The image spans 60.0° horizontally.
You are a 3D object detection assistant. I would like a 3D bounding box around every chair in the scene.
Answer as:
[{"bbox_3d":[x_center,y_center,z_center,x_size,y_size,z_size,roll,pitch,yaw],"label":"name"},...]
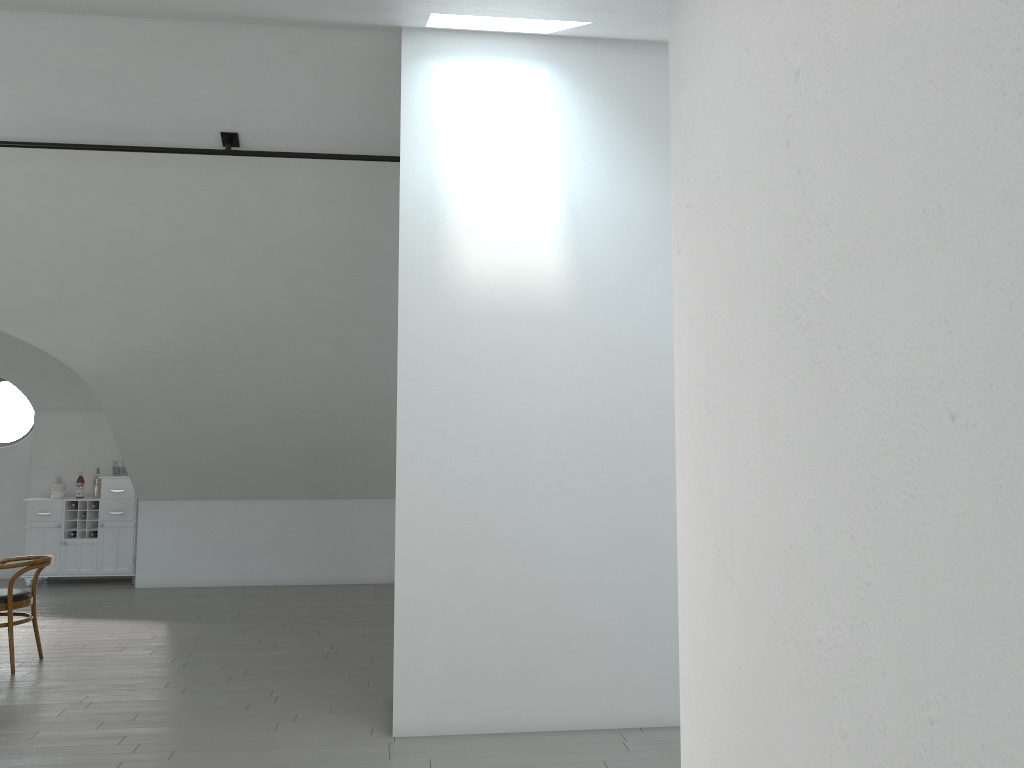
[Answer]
[{"bbox_3d":[-3.504,1.561,6.077,0.621,0.737,0.526,0,-5,-4],"label":"chair"}]

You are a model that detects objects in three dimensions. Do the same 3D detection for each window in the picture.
[{"bbox_3d":[-5.829,0.322,10.188,0.900,0.902,0.060,1,-6,-7],"label":"window"}]

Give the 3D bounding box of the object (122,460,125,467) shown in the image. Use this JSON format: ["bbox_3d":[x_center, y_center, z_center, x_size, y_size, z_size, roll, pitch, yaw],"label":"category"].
[{"bbox_3d":[-4.342,0.936,9.915,0.054,0.179,0.054,1,-5,-13],"label":"object"}]

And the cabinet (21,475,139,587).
[{"bbox_3d":[-4.645,1.590,9.734,1.242,1.157,0.608,1,-5,-7],"label":"cabinet"}]

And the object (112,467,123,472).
[{"bbox_3d":[-4.380,0.975,9.844,0.093,0.094,0.094,-2,-5,26],"label":"object"}]

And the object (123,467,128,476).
[{"bbox_3d":[-4.290,0.973,9.865,0.071,0.099,0.071,0,-5,1],"label":"object"}]

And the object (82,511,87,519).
[{"bbox_3d":[-4.633,1.433,9.701,0.085,0.086,0.330,1,-4,-7],"label":"object"}]

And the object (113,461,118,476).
[{"bbox_3d":[-4.374,0.932,9.773,0.048,0.170,0.048,-3,-6,26],"label":"object"}]

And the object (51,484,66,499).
[{"bbox_3d":[-4.958,1.172,9.687,0.154,0.160,0.157,-2,-5,21],"label":"object"}]

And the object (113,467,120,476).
[{"bbox_3d":[-4.330,0.959,9.701,0.081,0.105,0.081,-3,-6,31],"label":"object"}]

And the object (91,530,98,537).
[{"bbox_3d":[-4.530,1.630,9.684,0.081,0.081,0.357,1,-4,-9],"label":"object"}]

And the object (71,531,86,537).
[{"bbox_3d":[-4.703,1.626,9.671,0.156,0.086,0.330,0,-4,-6],"label":"object"}]

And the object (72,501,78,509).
[{"bbox_3d":[-4.732,1.321,9.693,0.092,0.094,0.358,1,-4,-6],"label":"object"}]

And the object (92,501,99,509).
[{"bbox_3d":[-4.525,1.326,9.709,0.087,0.085,0.359,1,-4,-7],"label":"object"}]

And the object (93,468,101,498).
[{"bbox_3d":[-4.565,1.091,9.762,0.085,0.332,0.085,-5,-7,42],"label":"object"}]

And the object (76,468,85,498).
[{"bbox_3d":[-4.745,1.090,9.747,0.081,0.330,0.081,1,-6,-11],"label":"object"}]

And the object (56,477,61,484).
[{"bbox_3d":[-5.083,1.140,9.901,0.115,0.209,0.065,0,-5,-5],"label":"object"}]

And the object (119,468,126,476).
[{"bbox_3d":[-4.310,0.975,9.784,0.077,0.085,0.077,0,-5,1],"label":"object"}]
